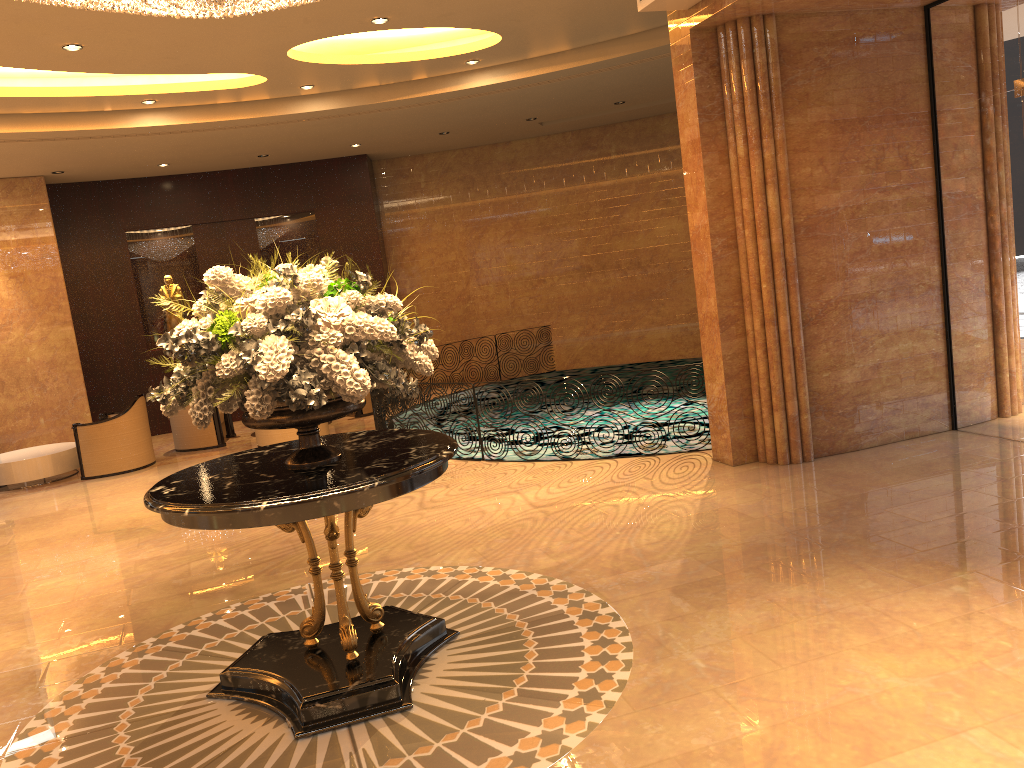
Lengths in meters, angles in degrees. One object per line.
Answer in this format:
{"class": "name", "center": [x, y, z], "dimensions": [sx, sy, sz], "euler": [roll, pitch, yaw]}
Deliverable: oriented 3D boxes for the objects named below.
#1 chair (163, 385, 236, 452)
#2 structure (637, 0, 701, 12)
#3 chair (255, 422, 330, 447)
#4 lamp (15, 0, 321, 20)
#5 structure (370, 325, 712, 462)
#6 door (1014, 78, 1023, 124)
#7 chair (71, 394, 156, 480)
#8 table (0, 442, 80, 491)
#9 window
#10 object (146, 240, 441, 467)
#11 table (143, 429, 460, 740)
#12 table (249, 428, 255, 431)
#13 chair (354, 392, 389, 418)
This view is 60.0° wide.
{"class": "chair", "center": [-4.367, 0.404, 12.332], "dimensions": [0.769, 0.916, 0.951], "euler": [-8, 8, -6]}
{"class": "structure", "center": [1.751, -2.955, 4.903], "dimensions": [0.425, 0.483, 4.113], "euler": [-10, 8, -16]}
{"class": "chair", "center": [-2.889, 0.312, 11.551], "dimensions": [0.951, 0.916, 0.769], "euler": [-10, 8, -21]}
{"class": "lamp", "center": [-1.416, -2.312, 3.944], "dimensions": [3.206, 1.196, 3.204], "euler": [-5, 8, 20]}
{"class": "structure", "center": [0.034, 0.025, 11.916], "dimensions": [3.815, 0.995, 7.624], "euler": [-7, 7, 2]}
{"class": "door", "center": [4.184, -0.808, 5.851], "dimensions": [0.195, 2.758, 1.880], "euler": [-10, 8, -16]}
{"class": "chair", "center": [-5.004, 0.631, 11.258], "dimensions": [0.769, 0.916, 0.951], "euler": [-8, 7, -1]}
{"class": "table", "center": [-6.137, 1.054, 11.345], "dimensions": [1.196, 0.354, 1.196], "euler": [-6, 8, 10]}
{"class": "window", "center": [4.134, -1.179, 5.803], "dimensions": [0.047, 3.571, 3.515], "euler": [-10, 8, -16]}
{"class": "object", "center": [-1.043, -0.114, 4.231], "dimensions": [1.277, 0.999, 1.318], "euler": [-6, 8, 14]}
{"class": "table", "center": [-0.935, 0.911, 4.391], "dimensions": [1.493, 1.089, 1.493], "euler": [-11, 8, -23]}
{"class": "table", "center": [-3.219, 0.466, 12.868], "dimensions": [1.196, 0.354, 1.196], "euler": [-6, 8, 11]}
{"class": "chair", "center": [-2.339, -0.025, 13.543], "dimensions": [0.769, 0.916, 0.951], "euler": [-14, 10, -41]}
